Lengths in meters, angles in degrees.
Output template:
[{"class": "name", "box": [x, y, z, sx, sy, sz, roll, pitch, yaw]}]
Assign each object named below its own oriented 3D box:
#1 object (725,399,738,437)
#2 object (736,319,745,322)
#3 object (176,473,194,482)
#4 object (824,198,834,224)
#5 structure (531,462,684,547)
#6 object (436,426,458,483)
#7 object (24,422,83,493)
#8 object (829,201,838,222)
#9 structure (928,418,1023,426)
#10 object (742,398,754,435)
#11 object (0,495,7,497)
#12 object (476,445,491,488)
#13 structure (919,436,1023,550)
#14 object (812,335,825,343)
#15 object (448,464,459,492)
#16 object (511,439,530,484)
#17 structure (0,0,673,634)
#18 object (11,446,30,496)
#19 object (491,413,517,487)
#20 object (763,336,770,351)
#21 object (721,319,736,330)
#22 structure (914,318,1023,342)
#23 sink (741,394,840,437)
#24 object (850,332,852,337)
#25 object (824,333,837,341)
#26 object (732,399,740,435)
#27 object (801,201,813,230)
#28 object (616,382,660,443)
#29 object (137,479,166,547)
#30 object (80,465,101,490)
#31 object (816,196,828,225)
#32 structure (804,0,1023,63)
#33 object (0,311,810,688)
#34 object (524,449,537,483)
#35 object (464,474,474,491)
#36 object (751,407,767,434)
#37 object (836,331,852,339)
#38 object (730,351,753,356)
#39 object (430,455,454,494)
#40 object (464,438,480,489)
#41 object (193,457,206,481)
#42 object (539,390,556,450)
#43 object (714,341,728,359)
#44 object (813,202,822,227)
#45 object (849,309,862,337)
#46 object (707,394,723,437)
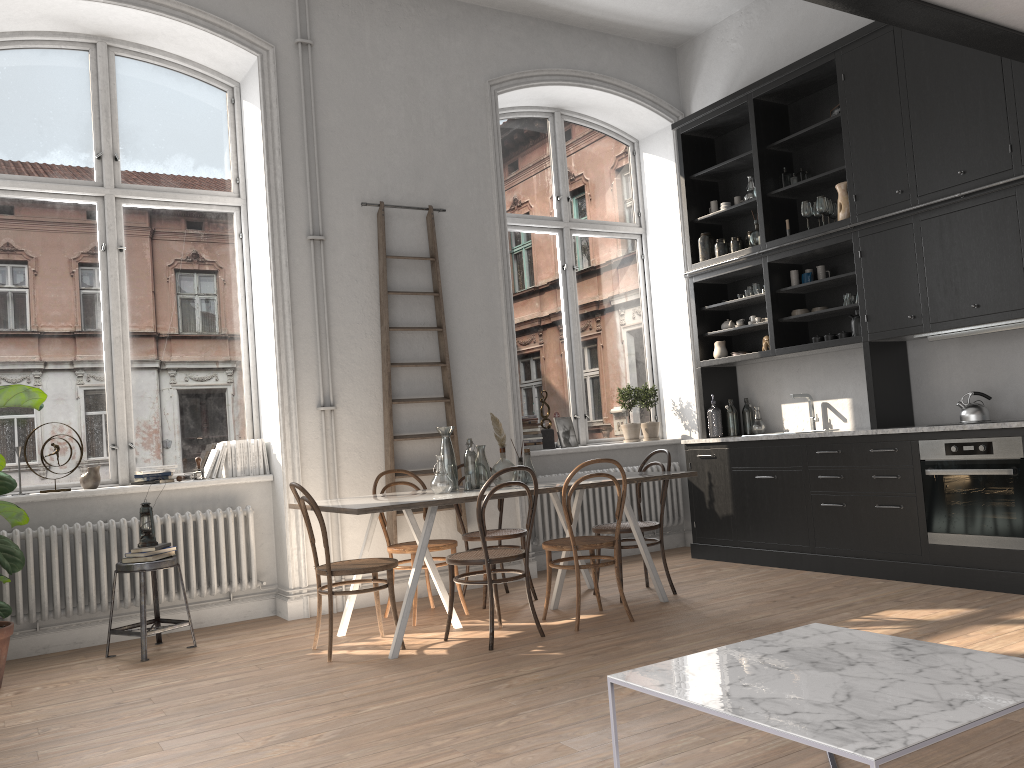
[{"class": "object", "box": [1.776, 0.273, 7.187, 0.086, 0.301, 0.086, -7, -4, 44]}, {"class": "object", "box": [1.830, -0.498, 7.117, 0.055, 0.047, 0.058, -3, -3, -17]}, {"class": "object", "box": [-2.145, 0.611, 5.797, 0.088, 0.048, 0.153, -5, -4, 8]}, {"class": "object", "box": [2.261, -1.211, 6.335, 0.083, 0.221, 0.083, -2, -4, -32]}, {"class": "structure", "box": [0.778, 0.978, 7.346, 1.577, 0.552, 0.194, -2, -4, -31]}, {"class": "object", "box": [-0.388, 0.448, 5.329, 0.116, 0.382, 0.116, -3, -3, -20]}, {"class": "object", "box": [-2.788, 0.446, 5.403, 0.347, 0.425, 0.087, -4, -3, 1]}, {"class": "object", "box": [2.341, -1.210, 6.445, 0.083, 0.221, 0.083, -4, -3, 0]}, {"class": "structure", "box": [2.863, 0.223, 5.272, 0.427, 0.011, 0.592, -2, -4, -31]}, {"class": "object", "box": [1.927, 0.265, 7.247, 0.086, 0.301, 0.086, -5, -3, 14]}, {"class": "object", "box": [-3.064, 0.527, 5.271, 0.095, 0.288, 0.095, -4, -3, 0]}, {"class": "object", "box": [-0.182, 0.502, 5.403, 0.100, 0.255, 0.098, -6, -4, 35]}, {"class": "structure", "box": [2.886, 0.617, 5.247, 0.618, 0.623, 0.622, -2, -4, -31]}, {"class": "object", "box": [2.198, -0.320, 6.364, 0.088, 0.059, 0.104, -1, -5, -43]}, {"class": "object", "box": [-0.356, 0.551, 5.206, 0.083, 0.158, 0.083, -2, -4, -36]}, {"class": "object", "box": [0.053, 0.473, 5.451, 0.107, 0.283, 0.107, -2, -4, -36]}, {"class": "structure", "box": [-0.886, -0.717, 6.416, 5.181, 4.472, 0.340, -2, -4, -31]}, {"class": "object", "box": [-2.934, 0.518, 5.283, 0.095, 0.288, 0.095, -4, -3, -9]}, {"class": "object", "box": [-0.057, 0.390, 5.301, 0.156, 0.446, 0.157, -4, -3, -13]}, {"class": "object", "box": [1.950, -0.308, 6.773, 0.069, 0.123, 0.173, -4, -3, 1]}, {"class": "object", "box": [1.773, -0.480, 7.266, 0.125, 0.100, 0.140, -7, -4, 40]}, {"class": "structure", "box": [2.928, -0.361, 5.376, 0.379, 0.123, 0.844, -2, -4, -31]}, {"class": "sink", "box": [2.085, 0.330, 6.612, 0.514, 0.504, 0.526, -2, -4, -31]}, {"class": "object", "box": [2.403, -0.339, 6.286, 0.104, 0.059, 0.088, -6, -4, 22]}, {"class": "object", "box": [2.250, -0.329, 6.264, 0.104, 0.059, 0.088, -7, -4, 37]}, {"class": "object", "box": [1.817, 0.276, 7.304, 0.086, 0.301, 0.086, -3, -3, -17]}, {"class": "object", "box": [2.122, -1.199, 6.366, 0.083, 0.221, 0.083, -4, -3, 0]}, {"class": "object", "box": [1.115, 0.246, 7.817, 0.500, 0.523, 0.234, -1, -4, -42]}, {"class": "object", "box": [-2.114, 0.751, 5.188, 0.154, 0.383, 0.163, -6, -4, 32]}, {"class": "object", "box": [-2.611, 0.580, 5.493, 0.102, 0.142, 0.100, -6, -4, 33]}, {"class": "object", "box": [2.191, -1.211, 6.255, 0.083, 0.221, 0.083, -5, -3, 15]}, {"class": "structure", "box": [2.103, -2.078, 1.285, 5.926, 1.212, 4.160, -2, -4, -31]}, {"class": "object", "box": [-0.479, 0.521, 5.587, 5.826, 1.841, 0.792, -3, -4, -26]}, {"class": "object", "box": [0.102, 0.512, 5.566, 0.101, 0.211, 0.101, -5, -3, 8]}, {"class": "object", "box": [-0.253, 0.572, 5.155, 0.058, 0.094, 0.058, -4, -3, -3]}, {"class": "object", "box": [1.977, 0.293, 7.127, 0.132, 0.219, 0.120, -2, -4, -31]}, {"class": "object", "box": [2.320, -0.339, 6.190, 0.104, 0.059, 0.088, -3, -4, -23]}, {"class": "object", "box": [1.844, -0.235, 7.117, 0.180, 0.037, 0.180, -8, -5, 43]}, {"class": "object", "box": [-0.402, 0.513, 5.032, 0.132, 0.219, 0.132, -1, -4, -42]}, {"class": "object", "box": [-0.243, 0.475, 5.283, 0.086, 0.301, 0.086, -7, -4, 44]}, {"class": "object", "box": [-2.047, 0.552, 5.796, 0.088, 0.153, 0.048, -6, -4, 29]}, {"class": "object", "box": [0.278, 0.294, 7.300, 0.122, 0.488, 0.102, -4, -3, -7]}, {"class": "object", "box": [1.699, -0.273, 7.218, 0.116, 0.144, 0.127, -7, -4, 37]}, {"class": "object", "box": [2.218, -1.204, 6.406, 0.083, 0.221, 0.083, -2, -4, -39]}, {"class": "object", "box": [2.401, -0.417, 6.097, 0.124, 0.191, 0.129, -4, -3, -4]}, {"class": "object", "box": [1.640, 0.256, 7.182, 0.109, 0.349, 0.109, -7, -4, 40]}]
